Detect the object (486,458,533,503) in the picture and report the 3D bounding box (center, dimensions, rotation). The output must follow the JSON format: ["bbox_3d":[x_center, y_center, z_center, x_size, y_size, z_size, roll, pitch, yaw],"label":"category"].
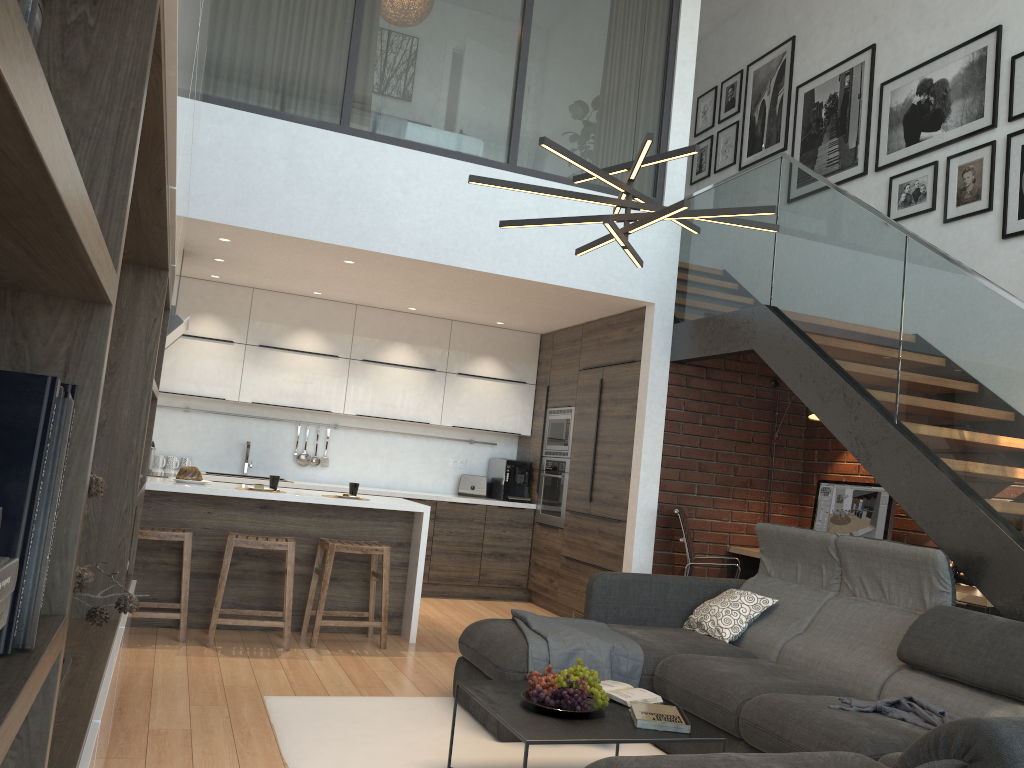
[{"bbox_3d":[-0.014,0.871,8.062,0.274,0.378,0.532,8,-6,-20],"label":"object"}]

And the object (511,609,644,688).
[{"bbox_3d":[0.265,1.264,4.005,0.548,0.369,0.685,7,-6,-13],"label":"object"}]

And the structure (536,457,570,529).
[{"bbox_3d":[0.537,0.937,7.583,0.495,0.570,0.595,8,-6,-20],"label":"structure"}]

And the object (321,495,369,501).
[{"bbox_3d":[-1.047,0.717,5.588,0.304,0.002,0.304,5,-6,12],"label":"object"}]

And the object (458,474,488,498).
[{"bbox_3d":[-0.353,0.929,8.090,0.260,0.195,0.177,6,-5,0],"label":"object"}]

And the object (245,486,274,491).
[{"bbox_3d":[-1.537,0.640,5.398,0.176,0.014,0.176,9,-6,-30],"label":"object"}]

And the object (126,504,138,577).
[{"bbox_3d":[-1.683,0.617,3.603,0.244,0.331,0.214,7,-6,-10],"label":"object"}]

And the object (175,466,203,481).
[{"bbox_3d":[-1.989,0.558,5.470,0.155,0.101,0.161,8,-6,-25],"label":"object"}]

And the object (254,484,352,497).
[{"bbox_3d":[-1.281,0.658,5.464,0.597,0.039,0.064,8,-6,-24],"label":"object"}]

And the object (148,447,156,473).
[{"bbox_3d":[-2.625,0.489,6.142,0.288,0.223,0.315,4,-6,21],"label":"object"}]

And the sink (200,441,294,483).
[{"bbox_3d":[-2.162,0.726,7.226,0.706,0.518,0.512,8,-6,-20],"label":"sink"}]

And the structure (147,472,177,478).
[{"bbox_3d":[-2.471,0.612,6.049,0.550,0.006,0.609,8,-6,-20],"label":"structure"}]

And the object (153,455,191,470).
[{"bbox_3d":[-2.777,0.645,7.250,0.297,0.105,0.112,8,-6,-19],"label":"object"}]

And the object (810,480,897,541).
[{"bbox_3d":[2.155,0.904,5.850,0.431,0.535,0.716,8,-6,-20],"label":"object"}]

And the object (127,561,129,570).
[{"bbox_3d":[-1.446,0.663,2.981,0.270,0.174,0.285,8,-6,-20],"label":"object"}]

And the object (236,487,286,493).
[{"bbox_3d":[-1.539,0.651,5.437,0.305,0.002,0.305,2,-7,38],"label":"object"}]

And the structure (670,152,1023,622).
[{"bbox_3d":[2.150,0.354,5.181,1.289,3.460,5.660,8,-6,-20],"label":"structure"}]

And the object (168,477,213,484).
[{"bbox_3d":[-1.979,0.598,5.459,0.261,0.021,0.261,9,-6,-26],"label":"object"}]

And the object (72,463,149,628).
[{"bbox_3d":[-0.791,0.358,1.331,0.542,0.598,0.317,4,-6,15],"label":"object"}]

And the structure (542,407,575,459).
[{"bbox_3d":[0.605,0.444,7.637,0.459,0.430,0.595,8,-6,-20],"label":"structure"}]

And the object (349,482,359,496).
[{"bbox_3d":[-1.014,0.680,5.674,0.066,0.093,0.066,1,-7,43],"label":"object"}]

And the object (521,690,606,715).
[{"bbox_3d":[0.177,1.098,3.053,0.295,0.026,0.295,9,-6,-27],"label":"object"}]

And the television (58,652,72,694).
[{"bbox_3d":[-1.137,0.307,2.123,0.229,0.779,1.220,8,-6,-20],"label":"television"}]

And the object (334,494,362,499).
[{"bbox_3d":[-1.028,0.706,5.550,0.176,0.014,0.176,7,-6,-16],"label":"object"}]

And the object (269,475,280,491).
[{"bbox_3d":[-1.485,0.618,5.531,0.066,0.093,0.066,4,-6,15],"label":"object"}]

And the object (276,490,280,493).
[{"bbox_3d":[-1.429,0.655,5.421,0.025,0.011,0.126,8,-6,-16],"label":"object"}]

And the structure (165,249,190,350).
[{"bbox_3d":[-2.435,-0.541,6.133,0.407,0.998,0.898,8,-6,-20],"label":"structure"}]

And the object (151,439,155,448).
[{"bbox_3d":[-2.803,0.503,6.664,0.179,0.270,0.220,9,-6,-33],"label":"object"}]

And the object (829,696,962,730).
[{"bbox_3d":[1.547,1.175,2.991,0.411,0.118,0.905,11,-8,-44],"label":"object"}]

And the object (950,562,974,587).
[{"bbox_3d":[2.529,1.073,5.012,0.149,0.119,0.166,8,-6,-23],"label":"object"}]

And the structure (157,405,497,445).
[{"bbox_3d":[-1.541,0.372,7.778,3.000,0.045,0.050,8,-6,-20],"label":"structure"}]

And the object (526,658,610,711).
[{"bbox_3d":[0.175,1.027,3.063,0.256,0.173,0.279,8,-6,-23],"label":"object"}]

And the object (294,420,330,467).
[{"bbox_3d":[-1.733,0.526,7.688,0.320,0.389,0.069,8,-6,-19],"label":"object"}]
